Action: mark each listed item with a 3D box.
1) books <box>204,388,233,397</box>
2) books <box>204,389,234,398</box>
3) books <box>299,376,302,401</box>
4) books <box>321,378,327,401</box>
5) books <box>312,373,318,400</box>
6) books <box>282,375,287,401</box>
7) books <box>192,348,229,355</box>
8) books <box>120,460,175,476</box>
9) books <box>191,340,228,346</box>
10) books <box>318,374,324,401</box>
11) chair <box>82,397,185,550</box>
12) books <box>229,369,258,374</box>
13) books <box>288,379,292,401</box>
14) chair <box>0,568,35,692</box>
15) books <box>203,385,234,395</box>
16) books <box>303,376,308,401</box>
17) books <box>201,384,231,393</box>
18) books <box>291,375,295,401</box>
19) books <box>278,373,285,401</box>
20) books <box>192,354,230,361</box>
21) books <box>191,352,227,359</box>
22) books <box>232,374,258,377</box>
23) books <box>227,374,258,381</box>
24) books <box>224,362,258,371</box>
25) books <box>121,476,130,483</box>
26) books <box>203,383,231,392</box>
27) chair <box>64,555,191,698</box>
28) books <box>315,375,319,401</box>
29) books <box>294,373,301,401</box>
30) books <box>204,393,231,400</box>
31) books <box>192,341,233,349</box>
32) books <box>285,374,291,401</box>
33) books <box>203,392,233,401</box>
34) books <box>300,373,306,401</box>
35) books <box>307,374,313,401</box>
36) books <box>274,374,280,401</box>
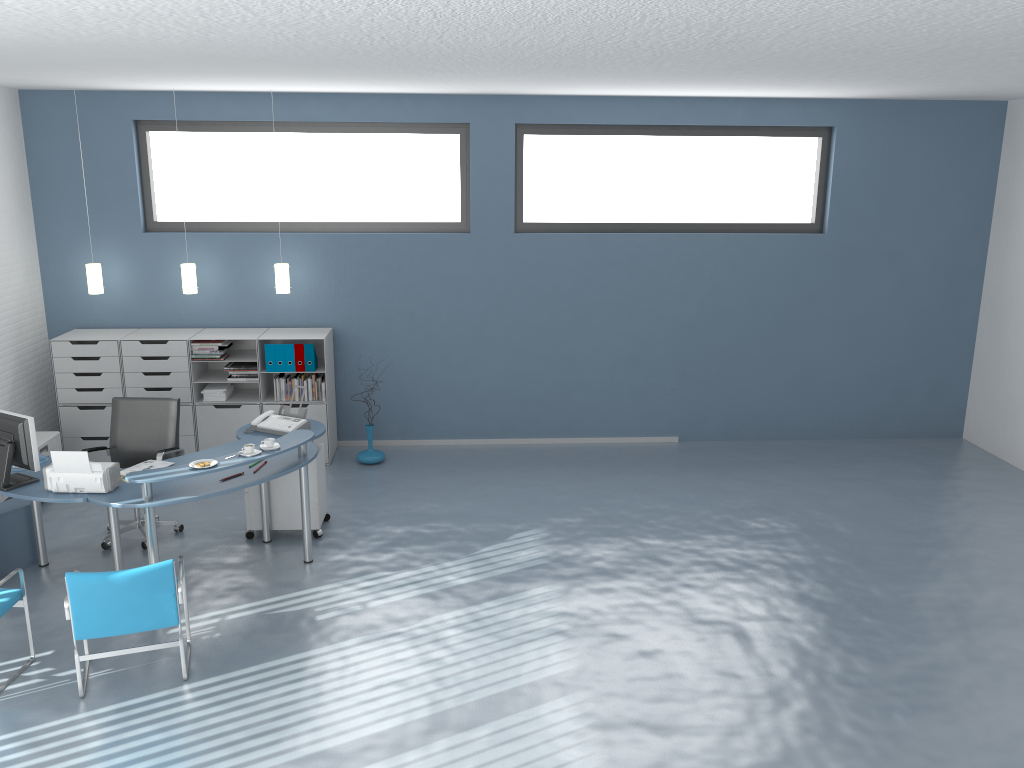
[{"bbox_3d":[-2.600,0.069,7.858,0.190,0.015,0.270,-1,14,-4],"label":"books"},{"bbox_3d":[-2.599,0.082,7.867,0.190,0.015,0.270,0,14,-2],"label":"books"},{"bbox_3d":[-1.857,0.031,7.827,0.017,0.203,0.155,-1,14,-4],"label":"books"},{"bbox_3d":[-1.654,0.051,7.833,0.032,0.163,0.178,-1,14,-4],"label":"books"},{"bbox_3d":[-1.740,0.015,7.839,0.032,0.229,0.138,-1,14,-4],"label":"books"},{"bbox_3d":[-1.999,0.035,7.818,0.022,0.198,0.157,-1,14,-4],"label":"books"},{"bbox_3d":[-2.621,-0.297,7.713,0.265,0.044,0.212,-1,14,-4],"label":"books"},{"bbox_3d":[-2.282,0.528,5.516,0.200,0.010,0.300,6,15,20],"label":"books"},{"bbox_3d":[-2.624,-0.364,7.697,0.258,0.024,0.212,-1,14,-4],"label":"books"},{"bbox_3d":[-1.685,0.030,7.836,0.032,0.203,0.157,-1,14,-4],"label":"books"},{"bbox_3d":[-2.674,0.633,6.278,0.584,0.948,0.652,1,14,2],"label":"chair"},{"bbox_3d":[-2.333,-0.121,7.784,0.251,0.034,0.197,-1,14,-4],"label":"books"},{"bbox_3d":[-1.945,0.047,7.824,0.021,0.172,0.157,-1,14,-4],"label":"books"},{"bbox_3d":[-2.850,1.195,4.524,0.542,0.707,0.543,1,14,1],"label":"chair"},{"bbox_3d":[-2.601,0.052,7.861,0.190,0.015,0.270,0,14,-1],"label":"books"},{"bbox_3d":[-1.811,0.042,7.823,0.032,0.184,0.173,-1,14,-4],"label":"books"},{"bbox_3d":[-2.617,0.041,7.843,0.190,0.015,0.270,-1,14,-4],"label":"books"},{"bbox_3d":[-1.919,0.035,7.829,0.032,0.193,0.146,-1,14,-4],"label":"books"},{"bbox_3d":[-2.026,0.018,7.821,0.032,0.229,0.138,-1,14,-4],"label":"books"},{"bbox_3d":[-2.621,-0.234,7.731,0.265,0.019,0.209,-1,14,-4],"label":"books"},{"bbox_3d":[-2.633,-0.257,7.712,0.240,0.034,0.234,-1,14,-4],"label":"books"},{"bbox_3d":[-2.320,-0.091,7.784,0.224,0.023,0.212,-1,14,-4],"label":"books"},{"bbox_3d":[-2.340,-0.063,7.790,0.265,0.034,0.212,-1,14,-4],"label":"books"},{"bbox_3d":[-2.348,-0.154,7.760,0.283,0.041,0.224,-1,14,-4],"label":"books"},{"bbox_3d":[-2.267,0.545,5.456,0.200,0.005,0.300,12,18,39],"label":"books"},{"bbox_3d":[-2.607,0.024,7.849,0.190,0.015,0.270,-2,14,-8],"label":"books"},{"bbox_3d":[-1.984,1.179,4.612,0.542,0.707,0.543,-4,15,-18],"label":"chair"},{"bbox_3d":[-1.712,0.032,7.835,0.022,0.198,0.157,-1,14,-4],"label":"books"},{"bbox_3d":[-1.884,0.026,7.818,0.038,0.217,0.166,-1,14,-4],"label":"books"},{"bbox_3d":[-2.607,0.097,7.867,0.190,0.015,0.270,-1,14,-6],"label":"books"},{"bbox_3d":[-2.605,-0.339,7.717,0.298,0.034,0.187,-1,14,-4],"label":"books"},{"bbox_3d":[-1.972,0.032,7.819,0.032,0.203,0.157,-1,14,-4],"label":"books"},{"bbox_3d":[-2.607,0.112,7.871,0.190,0.015,0.270,-1,14,-4],"label":"books"},{"bbox_3d":[-1.837,0.009,7.822,0.021,0.247,0.157,-1,14,-4],"label":"books"},{"bbox_3d":[-1.775,0.030,7.831,0.040,0.203,0.157,-1,14,-4],"label":"books"},{"bbox_3d":[-2.062,0.033,7.813,0.040,0.203,0.157,-1,14,-4],"label":"books"}]
